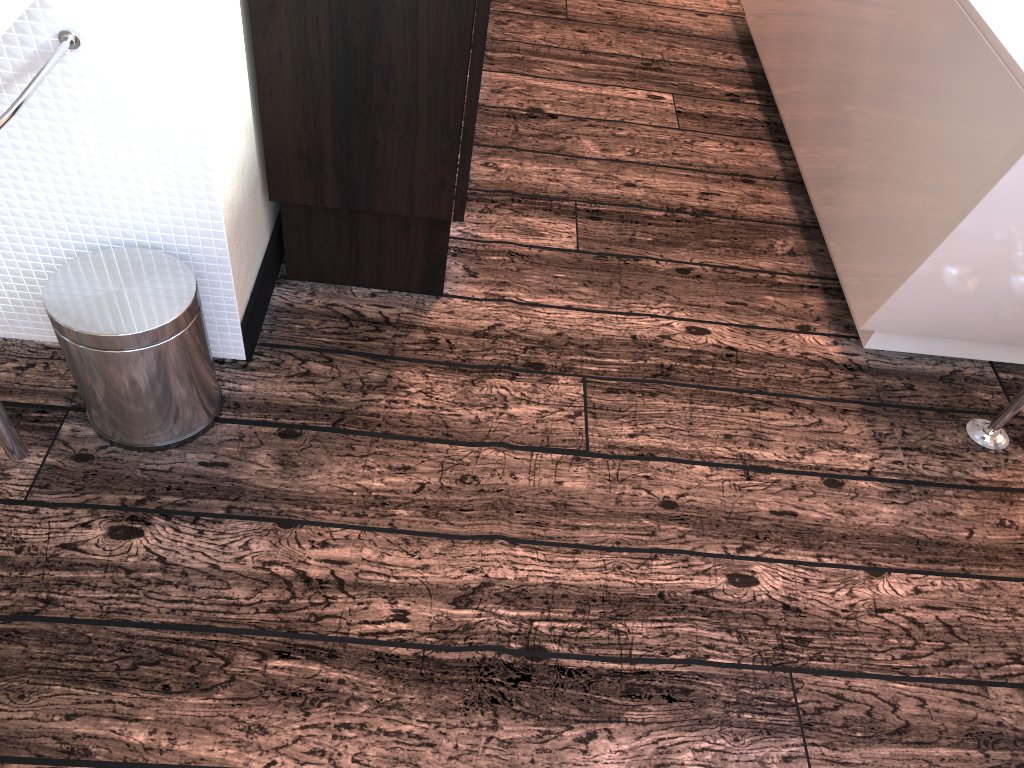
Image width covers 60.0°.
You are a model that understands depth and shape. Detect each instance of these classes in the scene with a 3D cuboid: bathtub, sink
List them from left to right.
[{"bbox_3d":[-0.924,-0.254,1.170,0.681,0.800,0.339,6,49,-5],"label":"sink"},{"bbox_3d":[1.121,-0.969,2.220,0.799,0.707,2.173,6,49,-5],"label":"bathtub"}]

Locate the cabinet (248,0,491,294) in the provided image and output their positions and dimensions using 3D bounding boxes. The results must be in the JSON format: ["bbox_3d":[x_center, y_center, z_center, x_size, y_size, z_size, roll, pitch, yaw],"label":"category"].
[{"bbox_3d":[-0.210,-1.209,2.066,0.386,0.941,1.819,6,49,-5],"label":"cabinet"}]

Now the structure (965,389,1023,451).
[{"bbox_3d":[1.102,-0.380,1.470,0.384,1.142,0.543,17,49,5],"label":"structure"}]

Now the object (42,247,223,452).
[{"bbox_3d":[-0.604,-0.057,1.440,0.221,0.312,0.220,-23,57,-26],"label":"object"}]
